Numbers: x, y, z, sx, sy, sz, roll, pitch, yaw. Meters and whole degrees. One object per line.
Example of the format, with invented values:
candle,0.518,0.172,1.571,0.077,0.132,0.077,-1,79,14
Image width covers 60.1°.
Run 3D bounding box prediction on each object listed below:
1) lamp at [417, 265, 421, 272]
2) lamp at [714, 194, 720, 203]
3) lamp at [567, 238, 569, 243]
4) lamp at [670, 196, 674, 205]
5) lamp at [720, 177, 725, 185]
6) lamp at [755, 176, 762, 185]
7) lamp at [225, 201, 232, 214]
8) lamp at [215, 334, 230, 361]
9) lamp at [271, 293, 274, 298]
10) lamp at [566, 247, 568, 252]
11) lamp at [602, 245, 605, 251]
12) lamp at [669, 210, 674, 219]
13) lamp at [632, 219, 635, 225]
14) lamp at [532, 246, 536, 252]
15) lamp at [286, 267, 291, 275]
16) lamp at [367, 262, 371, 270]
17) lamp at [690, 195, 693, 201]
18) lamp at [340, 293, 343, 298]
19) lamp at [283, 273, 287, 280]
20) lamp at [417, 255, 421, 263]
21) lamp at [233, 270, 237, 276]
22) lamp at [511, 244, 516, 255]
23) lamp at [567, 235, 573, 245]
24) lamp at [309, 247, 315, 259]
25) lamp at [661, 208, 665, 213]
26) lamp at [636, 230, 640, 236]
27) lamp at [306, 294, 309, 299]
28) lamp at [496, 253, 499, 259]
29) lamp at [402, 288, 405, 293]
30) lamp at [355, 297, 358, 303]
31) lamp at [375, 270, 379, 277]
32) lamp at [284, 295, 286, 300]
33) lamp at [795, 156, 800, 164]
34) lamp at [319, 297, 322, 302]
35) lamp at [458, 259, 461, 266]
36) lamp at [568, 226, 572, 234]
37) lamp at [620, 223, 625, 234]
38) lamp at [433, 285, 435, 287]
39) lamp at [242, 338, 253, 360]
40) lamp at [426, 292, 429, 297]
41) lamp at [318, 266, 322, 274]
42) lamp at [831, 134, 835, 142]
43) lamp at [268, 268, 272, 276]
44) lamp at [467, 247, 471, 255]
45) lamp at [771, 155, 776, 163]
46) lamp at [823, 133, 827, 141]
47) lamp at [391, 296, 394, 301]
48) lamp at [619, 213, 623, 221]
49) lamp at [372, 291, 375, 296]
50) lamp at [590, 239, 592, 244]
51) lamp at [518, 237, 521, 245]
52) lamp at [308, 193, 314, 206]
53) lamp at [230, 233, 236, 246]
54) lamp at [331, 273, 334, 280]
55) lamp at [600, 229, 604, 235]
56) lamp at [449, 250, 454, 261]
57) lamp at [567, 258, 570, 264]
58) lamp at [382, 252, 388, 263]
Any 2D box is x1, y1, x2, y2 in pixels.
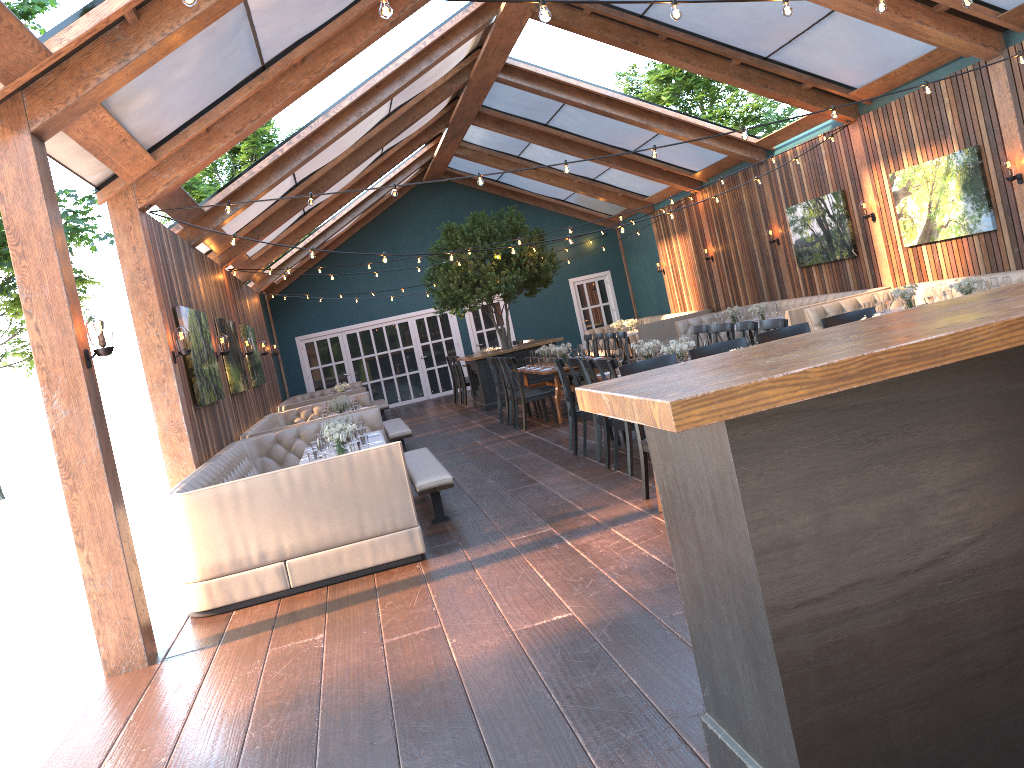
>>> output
lamp,-1.577,-1.944,14.954,0.057,0.120,0.056,-13,1,-23
lamp,2.607,-2.361,11.260,0.056,0.120,0.056,-12,1,17
lamp,1.059,-2.651,16.358,0.060,0.119,0.057,-12,1,13
lamp,2.307,-2.649,12.768,0.056,0.121,0.056,-12,1,11
lamp,3.010,-2.911,12.680,0.064,0.118,0.056,-13,1,-17
lamp,3.232,-2.669,11.592,0.071,0.116,0.056,-12,1,12
lamp,-2.548,-1.579,7.930,0.057,0.118,0.064,-13,1,-37
lamp,-3.503,-0.448,10.699,0.178,0.320,0.146,-13,1,-11
lamp,-5.123,-1.888,18.922,0.057,0.120,0.056,-13,1,-41
lamp,1.401,-3.422,22.534,0.056,0.120,0.056,-12,1,11
lamp,1.877,-2.785,18.143,0.057,0.121,0.056,-13,1,-33
lamp,1.969,-2.092,10.922,0.056,0.121,0.056,-13,1,-23
lamp,2.339,-3.127,17.057,0.057,0.121,0.056,-13,1,-28
lamp,0.402,-2.450,16.013,0.060,0.119,0.056,-13,1,-25
lamp,-3.370,-1.705,13.333,0.056,0.121,0.056,-12,1,-8
lamp,-2.142,-1.771,13.236,0.056,0.121,0.056,-12,1,2
lamp,3.593,-3.730,17.720,0.056,0.120,0.057,-12,1,19
lamp,-3.806,-1.966,19.703,0.056,0.120,0.056,-12,1,5
lamp,-3.550,-1.681,13.817,0.056,0.118,0.066,-11,2,38
lamp,-1.388,-1.857,13.170,0.056,0.121,0.056,-12,1,-1
lamp,-4.223,-1.696,13.458,0.056,0.119,0.062,-12,1,25
lamp,0.011,-1.500,9.863,0.056,0.121,0.056,-13,1,-12
lamp,0.674,-1.665,10.219,0.056,0.120,0.056,-12,1,-5
lamp,-1.982,-1.295,8.748,0.056,0.119,0.059,-12,1,21
lamp,2.975,-3.411,17.377,0.064,0.118,0.056,-12,1,-2
lamp,2.570,-3.080,18.025,0.057,0.118,0.065,-13,1,-34
lamp,-4.466,-1.918,19.317,0.057,0.121,0.056,-13,1,-26
lamp,-0.259,-2.268,15.673,0.056,0.121,0.056,-12,1,15
lamp,-2.521,-2.175,20.475,0.056,0.121,0.056,-12,1,13
lamp,-3.295,-1.778,18.715,0.056,0.119,0.059,-12,1,-6
lamp,-2.234,-1.815,14.579,0.057,0.120,0.056,-13,2,-44
lamp,-4.819,-1.833,18.775,0.076,0.113,0.057,-11,2,35
lamp,3.842,-3.015,11.913,0.060,0.119,0.056,-12,1,12
lamp,-4.062,-1.788,18.748,0.060,0.119,0.056,-13,1,-16
lamp,-0.914,-2.098,15.308,0.057,0.121,0.056,-13,1,-30
lamp,0.846,-2.256,12.944,0.056,0.121,0.056,-12,1,5
lamp,1.316,-1.860,10.586,0.056,0.120,0.056,-12,1,9
lamp,-1.834,-2.345,20.831,0.066,0.117,0.057,-11,1,33
lamp,-4.019,-0.538,13.419,0.178,0.320,0.146,-13,1,-11
lamp,-1.779,-1.885,18.619,0.056,0.119,0.060,-12,1,26
lamp,-2.894,-1.718,13.299,0.056,0.121,0.056,-12,1,14
lamp,4.431,-3.397,12.231,0.063,0.119,0.056,-13,1,-27
lamp,-3.659,-1.695,13.352,0.057,0.120,0.056,-13,2,-45
lamp,-0.636,-1.971,13.105,0.056,0.121,0.057,-12,1,30
lamp,3.709,-3.192,12.559,0.056,0.120,0.057,-12,1,32
lamp,4.397,-3.473,12.447,0.056,0.121,0.056,-12,1,11
lamp,-2.524,-1.808,18.638,0.056,0.115,0.074,-12,2,33
lamp,1.578,-2.430,12.877,0.056,0.117,0.068,-11,2,43
lamp,-3.153,-2.047,20.092,0.056,0.120,0.056,-12,1,-8
lamp,2.041,-3.685,22.866,0.057,0.121,0.056,-13,1,-28
lamp,0.103,-2.104,13.022,0.057,0.121,0.056,-13,1,-35
lamp,-1.795,-1.641,7.874,0.056,0.114,0.075,-13,2,-12
lamp,-2.637,-1.366,8.372,0.069,0.117,0.056,-12,1,-4
lamp,-2.886,-1.725,14.191,0.056,0.119,0.062,-12,1,31
lamp,1.702,-2.874,16.700,0.056,0.117,0.068,-13,1,-13
lamp,-0.655,-1.374,9.494,0.056,0.120,0.057,-11,1,40
lamp,1.164,-2.540,18.268,0.057,0.121,0.056,-13,1,-34
lamp,-1.314,-1.302,9.117,0.056,0.120,0.056,-13,1,-13
